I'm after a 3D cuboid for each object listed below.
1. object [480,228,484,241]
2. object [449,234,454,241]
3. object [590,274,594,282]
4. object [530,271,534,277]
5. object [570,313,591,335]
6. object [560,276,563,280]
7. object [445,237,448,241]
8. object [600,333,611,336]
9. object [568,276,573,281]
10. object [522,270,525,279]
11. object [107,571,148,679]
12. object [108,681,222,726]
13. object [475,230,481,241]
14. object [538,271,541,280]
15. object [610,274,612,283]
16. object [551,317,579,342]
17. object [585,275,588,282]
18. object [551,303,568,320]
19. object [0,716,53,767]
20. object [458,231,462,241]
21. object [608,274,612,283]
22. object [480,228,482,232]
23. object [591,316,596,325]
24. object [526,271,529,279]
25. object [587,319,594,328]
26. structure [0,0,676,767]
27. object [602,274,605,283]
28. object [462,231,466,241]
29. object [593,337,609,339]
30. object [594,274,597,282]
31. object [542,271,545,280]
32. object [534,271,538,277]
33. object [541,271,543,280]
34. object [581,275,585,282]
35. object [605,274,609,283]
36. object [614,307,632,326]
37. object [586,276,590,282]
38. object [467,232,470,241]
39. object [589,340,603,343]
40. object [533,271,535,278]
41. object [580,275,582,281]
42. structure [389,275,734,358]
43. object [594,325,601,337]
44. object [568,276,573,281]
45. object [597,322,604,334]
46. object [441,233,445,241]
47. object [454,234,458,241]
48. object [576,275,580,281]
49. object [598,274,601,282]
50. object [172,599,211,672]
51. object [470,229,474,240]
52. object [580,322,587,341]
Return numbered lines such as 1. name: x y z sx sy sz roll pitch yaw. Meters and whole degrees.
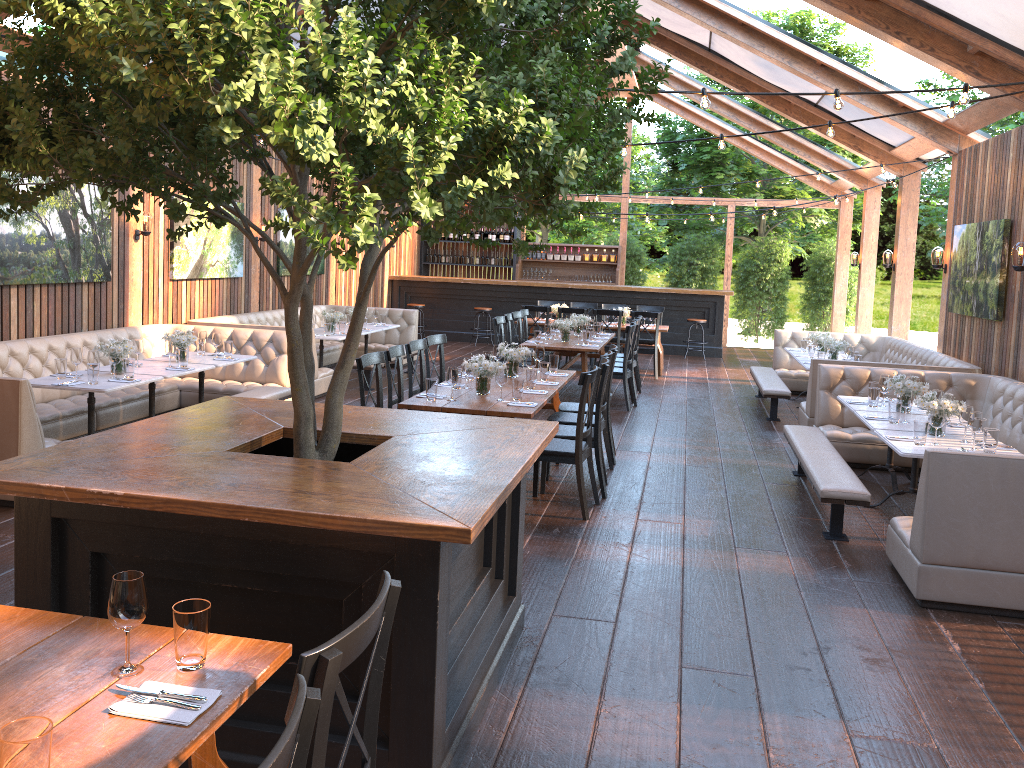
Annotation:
1. object: -0.664 -3.311 19.689 0.075 0.301 0.076 2 5 -6
2. object: -1.354 -3.371 19.869 0.136 0.314 0.137 0 6 -27
3. object: 1.740 -2.310 19.263 0.073 0.180 0.074 1 5 -15
4. object: 0.441 -2.405 19.527 0.070 0.184 0.070 4 5 15
5. object: 0.926 -0.831 12.231 0.329 0.308 0.338 0 7 -22
6. object: 1.085 -2.360 19.715 0.124 0.096 0.124 5 7 22
7. object: -1.470 -3.364 19.826 0.075 0.301 0.075 5 5 28
8. object: 1.262 -0.704 12.456 0.255 0.019 0.158 4 8 11
9. object: 1.294 -2.327 19.548 0.124 0.096 0.124 5 7 22
10. object: 0.262 -2.418 19.568 0.070 0.184 0.070 4 5 15
11. object: -0.950 0.593 2.189 0.092 0.243 0.093 -1 6 -31
12. object: -0.823 0.731 2.058 0.255 0.019 0.158 4 8 11
13. object: -0.769 -3.328 19.740 0.136 0.314 0.137 0 6 -27
14. object: 0.602 -2.392 19.486 0.070 0.184 0.070 4 5 15
15. object: 2.147 -2.292 19.254 0.073 0.180 0.074 1 5 -15
16. object: 0.671 -0.692 11.212 0.337 0.308 0.330 -4 9 -44
17. object: 1.649 -2.335 19.580 0.097 0.133 0.098 2 6 -3
18. object: 0.773 -1.181 14.583 0.336 0.308 0.331 -1 7 -24
19. object: -0.906 0.717 1.647 0.092 0.157 0.092 -3 7 -42
20. object: -1.167 -3.354 19.768 0.081 0.322 0.081 2 5 -10
21. object: 2.125 -2.281 19.175 0.073 0.180 0.074 1 5 -15
22. object: -0.702 -3.348 19.858 0.081 0.322 0.081 2 5 -10
23. object: 1.139 -0.838 12.563 0.092 0.243 0.093 -1 6 -36
24. object: 0.345 -2.411 19.544 0.070 0.184 0.070 4 5 15
25. object: 1.066 -0.756 11.983 0.092 0.243 0.093 -1 6 -36
26. structure: -0.785 -0.602 3.570 2.719 3.676 2.865 4 6 20
27. object: 1.980 -2.293 19.215 0.073 0.180 0.074 1 5 -15
28. object: -1.065 -3.352 19.754 0.087 0.332 0.088 2 5 -9
29. object: 1.177 -0.622 11.874 0.255 0.019 0.158 4 8 11
30. object: 1.817 -2.303 19.238 0.073 0.180 0.074 1 5 -15
31. object: 0.699 -2.387 19.482 0.070 0.184 0.070 4 5 15
32. object: 0.530 -2.401 19.529 0.070 0.184 0.070 4 5 15
33. object: 0.680 -2.401 19.570 0.070 0.184 0.070 4 5 15
34. object: 1.564 -2.323 19.475 0.097 0.133 0.098 2 6 -3
35. object: 2.061 -2.290 19.216 0.073 0.180 0.074 1 5 -15
36. object: 1.801 -1.106 14.362 0.338 0.308 0.329 9 9 44
37. object: 1.677 -2.318 19.471 0.097 0.133 0.098 2 6 -3
38. object: -0.967 -3.341 19.774 0.078 0.310 0.078 3 5 6
39. object: 1.036 -0.552 11.369 0.255 0.019 0.158 4 8 11
40. object: 0.507 -2.414 19.613 0.070 0.184 0.070 4 5 15
41. object: 1.537 -2.345 19.617 0.097 0.133 0.098 2 6 -3
42. structure: 0.900 -1.392 17.755 6.806 1.268 0.861 4 6 11
43. object: 1.163 -0.716 12.034 0.092 0.157 0.092 7 7 37
44. object: 1.300 -2.350 19.703 0.124 0.096 0.124 5 7 22
45. object: 1.257 -0.796 12.605 0.092 0.157 0.092 7 7 37
46. object: -1.542 -3.380 19.883 0.078 0.310 0.078 3 5 6
47. object: -1.250 -3.355 19.813 0.077 0.305 0.077 5 5 27
48. object: 1.445 -2.332 19.505 0.097 0.133 0.098 2 6 -3
49. object: 1.900 -2.299 19.231 0.073 0.180 0.074 1 5 -15
50. object: -0.809 0.636 2.233 0.092 0.157 0.092 2 6 -3
51. object: -0.888 -3.328 19.713 0.077 0.307 0.078 2 5 -10
52. object: 0.925 -0.686 11.478 0.092 0.243 0.093 -1 6 -36
